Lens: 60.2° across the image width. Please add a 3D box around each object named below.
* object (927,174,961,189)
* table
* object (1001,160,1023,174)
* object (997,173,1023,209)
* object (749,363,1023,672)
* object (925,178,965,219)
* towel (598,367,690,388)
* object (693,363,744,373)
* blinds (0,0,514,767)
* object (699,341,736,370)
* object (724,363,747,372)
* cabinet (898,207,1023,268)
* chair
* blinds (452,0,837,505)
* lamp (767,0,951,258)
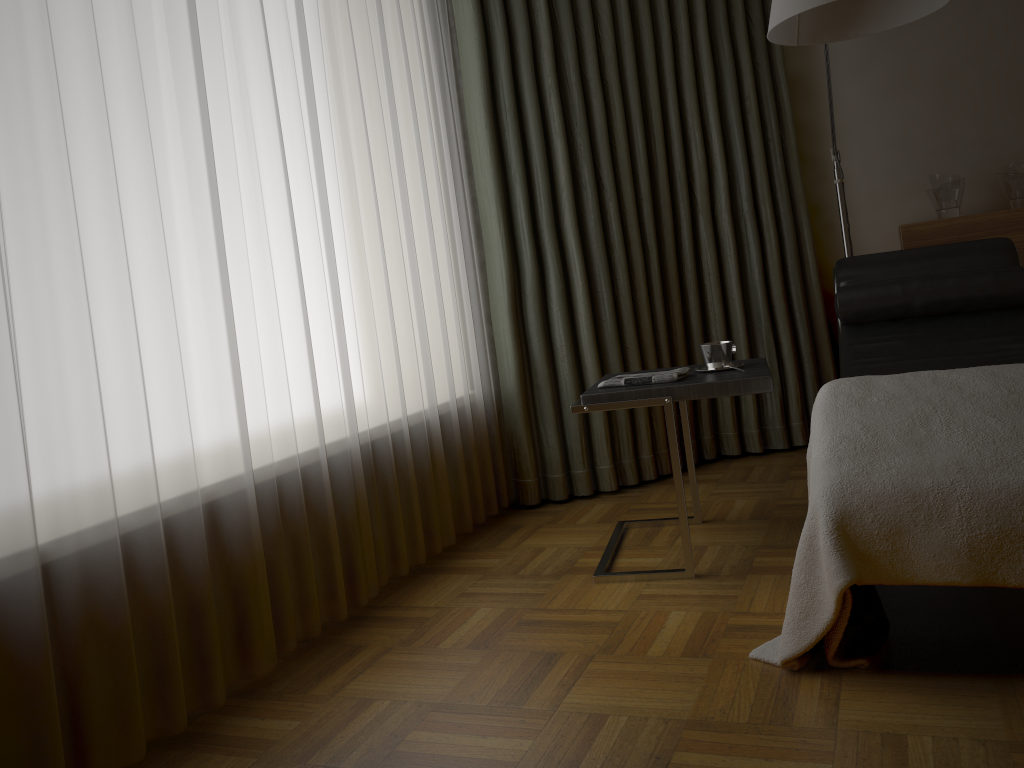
[{"bbox_3d":[1.781,-0.794,3.627,0.122,0.150,0.123,-7,2,5],"label":"object"},{"bbox_3d":[0.501,-0.005,2.634,0.516,0.045,0.502,-6,6,15],"label":"table"},{"bbox_3d":[2.025,-0.816,3.522,0.122,0.150,0.123,-7,2,3],"label":"object"},{"bbox_3d":[2.030,-0.778,3.523,0.155,0.154,0.157,-7,3,14],"label":"object"},{"bbox_3d":[1.003,0.242,1.953,0.914,0.519,0.915,-6,5,24],"label":"object"},{"bbox_3d":[1.786,-0.756,3.628,0.156,0.154,0.155,-9,3,-20],"label":"object"},{"bbox_3d":[0.389,-0.016,2.574,0.240,0.035,0.180,-5,6,27],"label":"towel"},{"bbox_3d":[0.616,-0.047,2.631,0.149,0.009,0.151,-5,6,29],"label":"object"},{"bbox_3d":[-0.559,-0.535,2.423,0.092,2.286,2.211,-7,3,24],"label":"blinds"},{"bbox_3d":[0.614,-0.084,2.637,0.097,0.078,0.111,-6,4,25],"label":"object"},{"bbox_3d":[0.641,-0.048,2.533,0.029,0.019,0.124,-8,5,-7],"label":"object"},{"bbox_3d":[2.460,-0.311,3.419,1.667,0.861,0.418,-6,2,23],"label":"cabinet"},{"bbox_3d":[1.203,0.018,2.432,0.633,0.795,1.802,-7,5,23],"label":"chair"},{"bbox_3d":[0.567,-0.868,3.660,1.539,2.449,0.224,-8,1,-22],"label":"blinds"},{"bbox_3d":[1.168,-0.551,2.718,0.449,1.964,1.424,-7,2,27],"label":"lamp"}]
